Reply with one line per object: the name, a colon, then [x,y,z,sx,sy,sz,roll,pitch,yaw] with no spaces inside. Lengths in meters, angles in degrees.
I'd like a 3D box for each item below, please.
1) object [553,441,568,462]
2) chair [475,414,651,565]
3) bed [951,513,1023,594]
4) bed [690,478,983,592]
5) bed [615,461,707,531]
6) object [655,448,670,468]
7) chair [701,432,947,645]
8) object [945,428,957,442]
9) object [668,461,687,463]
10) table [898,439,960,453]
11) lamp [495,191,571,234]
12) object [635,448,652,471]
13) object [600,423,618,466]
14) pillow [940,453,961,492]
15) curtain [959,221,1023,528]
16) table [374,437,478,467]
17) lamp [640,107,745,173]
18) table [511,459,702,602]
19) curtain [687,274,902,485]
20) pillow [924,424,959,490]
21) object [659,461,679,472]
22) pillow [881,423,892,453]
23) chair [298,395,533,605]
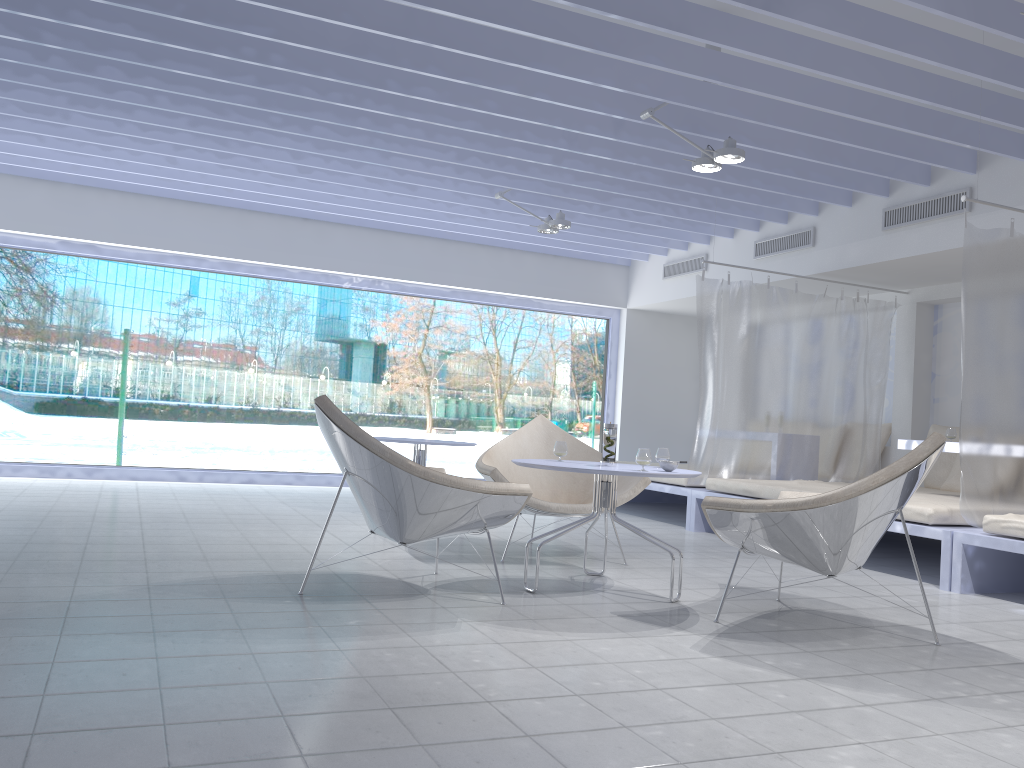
object: [0.223,0.309,4.079,0.068,0.091,0.068,4,-3,-1]
chair: [0.219,0.545,4.863,0.906,0.759,0.753,4,-3,-13]
bed: [3.544,0.874,3.784,2.022,0.422,2.200,5,-3,-23]
bed: [2.651,0.907,5.801,2.016,0.427,2.200,5,-3,-23]
bed: [1.786,0.947,7.834,2.022,0.422,2.200,5,-3,-23]
object: [0.688,0.337,4.050,0.068,0.091,0.068,5,-3,-31]
chair: [1.250,0.544,3.400,0.753,0.759,0.906,2,-3,37]
object: [2.862,0.335,5.780,0.068,0.091,0.068,3,-3,2]
object: [0.679,0.324,3.677,0.098,0.016,0.012,2,-3,33]
table: [2.890,0.589,5.336,0.416,0.450,1.065,5,-3,-23]
lamp: [0.145,-1.340,6.898,0.587,0.218,0.380,5,-3,-23]
object: [0.535,0.307,3.600,0.068,0.091,0.068,3,-3,5]
object: [0.429,0.266,3.910,0.075,0.189,0.075,5,-3,-32]
pillow: [3.395,0.561,6.361,0.307,0.482,0.528,4,-3,-19]
curtain: [3.139,0.019,4.819,1.998,1.559,0.125,5,-3,-25]
table: [-0.676,0.670,6.368,0.825,0.534,0.823,2,-3,24]
lamp: [0.985,-1.375,4.963,0.587,0.218,0.380,5,-3,-23]
table: [0.392,0.624,3.862,0.825,0.534,0.823,5,-3,-32]
curtain: [2.220,0.032,6.839,2.050,1.552,0.151,5,-3,-23]
pillow: [3.343,0.561,6.710,0.231,0.510,0.572,5,-3,-24]
object: [0.654,0.344,3.697,0.082,0.043,0.082,2,-3,35]
pillow: [2.963,0.576,7.585,0.231,0.510,0.572,5,-3,-23]
chair: [-0.455,0.443,3.546,0.753,0.759,0.906,5,-3,-28]
